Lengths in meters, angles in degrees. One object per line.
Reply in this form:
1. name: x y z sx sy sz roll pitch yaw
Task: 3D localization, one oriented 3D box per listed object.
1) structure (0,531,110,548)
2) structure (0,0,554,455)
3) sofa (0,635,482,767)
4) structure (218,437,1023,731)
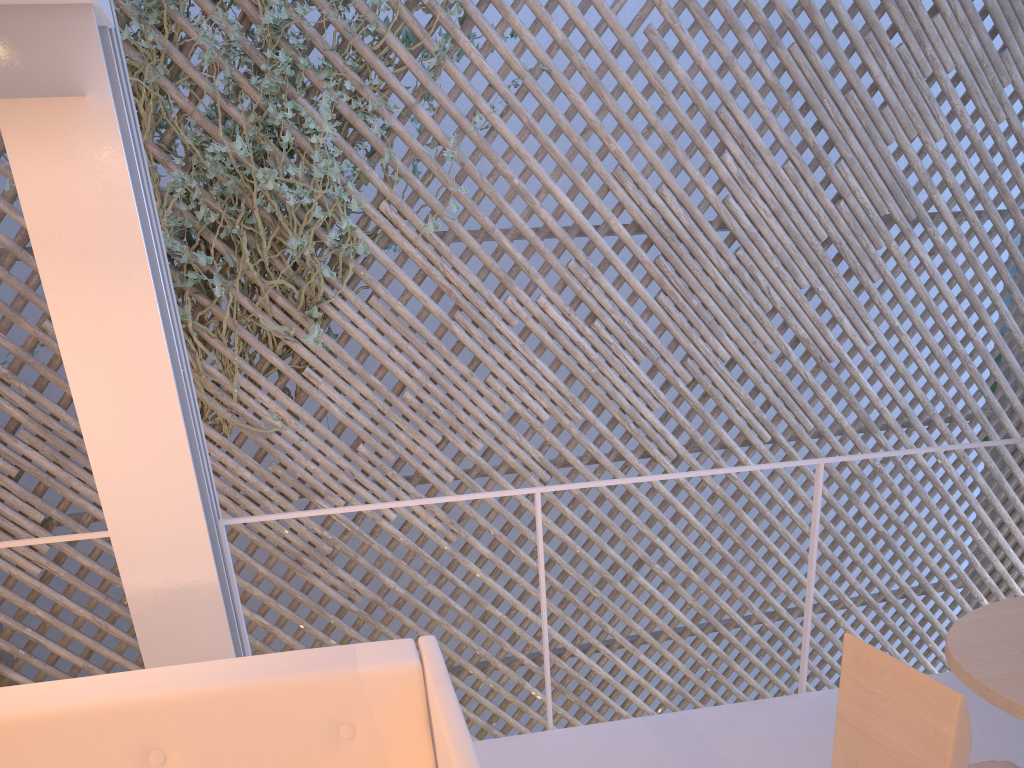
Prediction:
1. structure: -1.472 0.610 1.389 1.696 0.626 0.024 -5 21 -8
2. structure: -0.544 -0.966 2.514 2.333 3.000 0.662 -8 20 -16
3. sofa: -0.536 0.604 0.990 0.981 0.410 0.456 -5 11 -9
4. structure: 0.343 0.460 1.663 1.694 0.626 0.024 -5 21 -8
